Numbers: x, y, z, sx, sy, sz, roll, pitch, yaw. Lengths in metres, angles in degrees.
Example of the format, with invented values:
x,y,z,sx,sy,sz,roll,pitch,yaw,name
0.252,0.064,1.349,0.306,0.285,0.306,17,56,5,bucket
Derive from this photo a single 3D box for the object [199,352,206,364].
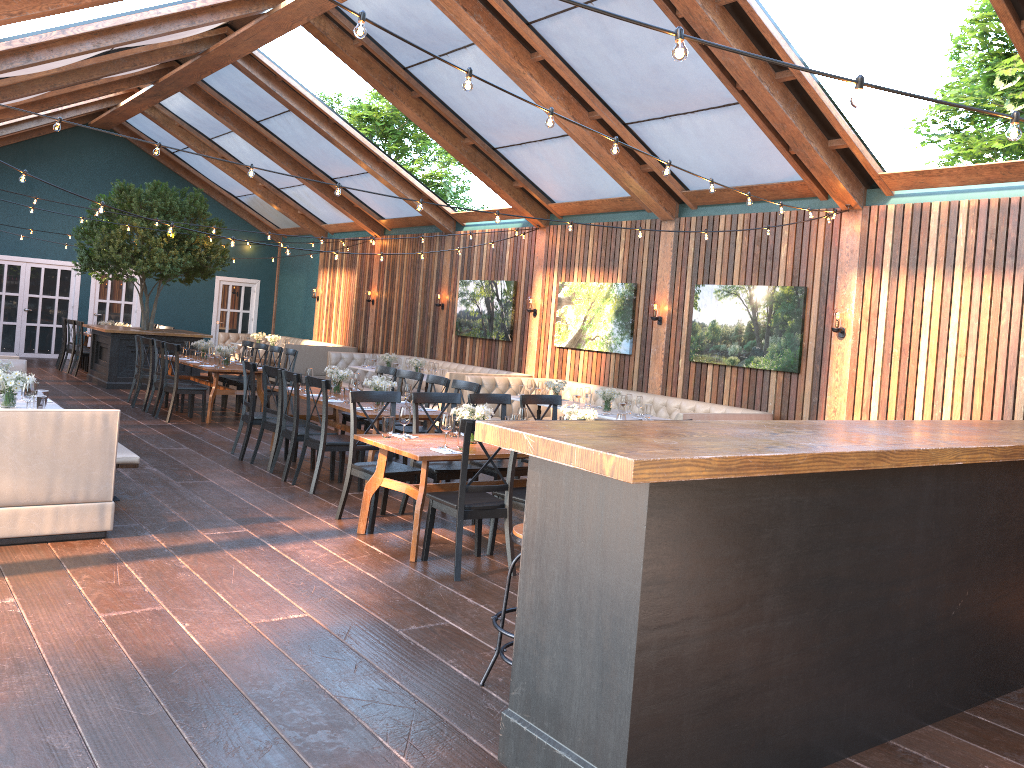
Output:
x,y,z,sx,sy,sz,roll,pitch,yaw,name
-4.311,-0.358,12.316,0.091,0.158,0.092,4,1,-10,object

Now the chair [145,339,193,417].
x,y,z,sx,sy,sz,roll,pitch,yaw,name
-4.707,-0.085,12.231,0.538,1.020,0.479,4,1,-34,chair

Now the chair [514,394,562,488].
x,y,z,sx,sy,sz,roll,pitch,yaw,name
0.331,0.628,7.942,0.476,1.020,0.541,4,1,-37,chair

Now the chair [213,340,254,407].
x,y,z,sx,sy,sz,roll,pitch,yaw,name
-4.354,-0.172,13.893,0.538,1.020,0.479,4,1,-37,chair

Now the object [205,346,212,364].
x,y,z,sx,sy,sz,roll,pitch,yaw,name
-4.277,-0.408,12.457,0.092,0.244,0.092,4,1,-34,object

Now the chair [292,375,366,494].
x,y,z,sx,sy,sz,roll,pitch,yaw,name
-1.656,0.450,8.155,0.538,1.020,0.479,4,1,-37,chair

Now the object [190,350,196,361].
x,y,z,sx,sy,sz,roll,pitch,yaw,name
-4.600,-0.412,12.748,0.091,0.158,0.092,4,1,-30,object

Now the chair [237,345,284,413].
x,y,z,sx,sy,sz,roll,pitch,yaw,name
-3.686,-0.054,12.995,0.538,1.020,0.479,4,1,-37,chair

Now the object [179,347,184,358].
x,y,z,sx,sy,sz,roll,pitch,yaw,name
-4.953,-0.474,13.219,0.091,0.158,0.092,4,1,-20,object

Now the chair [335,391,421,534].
x,y,z,sx,sy,sz,roll,pitch,yaw,name
-1.011,0.587,6.937,0.476,1.020,0.541,4,1,-42,chair

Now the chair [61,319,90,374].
x,y,z,sx,sy,sz,roll,pitch,yaw,name
-8.354,-0.726,17.127,0.538,1.020,0.479,4,1,-42,chair

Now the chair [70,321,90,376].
x,y,z,sx,sy,sz,roll,pitch,yaw,name
-7.981,-0.666,16.707,0.538,1.020,0.479,4,1,-37,chair

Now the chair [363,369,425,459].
x,y,z,sx,sy,sz,roll,pitch,yaw,name
-1.316,0.362,9.807,0.538,1.020,0.479,4,1,-42,chair

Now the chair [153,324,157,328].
x,y,z,sx,sy,sz,roll,pitch,yaw,name
-7.662,-0.754,18.344,0.538,1.020,0.479,4,1,-32,chair

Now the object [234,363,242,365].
x,y,z,sx,sy,sz,roll,pitch,yaw,name
-3.885,-0.286,12.785,0.254,0.019,0.158,2,5,-36,object

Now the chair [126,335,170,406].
x,y,z,sx,sy,sz,roll,pitch,yaw,name
-5.365,-0.202,13.136,0.538,1.020,0.479,4,1,-32,chair

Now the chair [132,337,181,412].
x,y,z,sx,sy,sz,roll,pitch,yaw,name
-5.060,-0.144,12.666,0.538,1.020,0.479,4,1,-42,chair

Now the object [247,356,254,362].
x,y,z,sx,sy,sz,roll,pitch,yaw,name
-3.677,-0.314,12.421,0.092,0.158,0.092,5,1,0,object

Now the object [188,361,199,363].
x,y,z,sx,sy,sz,roll,pitch,yaw,name
-4.441,-0.308,12.448,0.254,0.019,0.158,2,5,-36,object

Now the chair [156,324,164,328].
x,y,z,sx,sy,sz,roll,pitch,yaw,name
-7.328,-0.695,17.895,0.538,1.020,0.479,4,1,-37,chair

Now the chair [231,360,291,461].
x,y,z,sx,sy,sz,roll,pitch,yaw,name
-2.661,0.274,9.492,0.538,1.020,0.479,4,1,-29,chair

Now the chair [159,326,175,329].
x,y,z,sx,sy,sz,roll,pitch,yaw,name
-7.000,-0.635,17.420,0.479,1.020,0.538,5,1,36,chair

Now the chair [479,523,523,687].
x,y,z,sx,sy,sz,roll,pitch,yaw,name
0.149,1.031,3.991,0.469,0.735,0.467,6,2,41,chair

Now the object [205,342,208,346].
x,y,z,sx,sy,sz,roll,pitch,yaw,name
-4.739,-0.531,13.669,0.092,0.244,0.092,5,1,34,object

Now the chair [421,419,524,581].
x,y,z,sx,sy,sz,roll,pitch,yaw,name
-0.260,0.720,5.927,0.476,1.020,0.541,4,1,-32,chair

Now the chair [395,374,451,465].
x,y,z,sx,sy,sz,roll,pitch,yaw,name
-0.983,0.421,9.359,0.538,1.020,0.479,4,1,-32,chair

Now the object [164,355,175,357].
x,y,z,sx,sy,sz,roll,pitch,yaw,name
-5.111,-0.425,13.338,0.254,0.019,0.158,2,5,-36,object

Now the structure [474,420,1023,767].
x,y,z,sx,sy,sz,roll,pitch,yaw,name
2.781,0.901,5.069,6.788,1.274,0.859,2,3,-37,structure

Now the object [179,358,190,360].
x,y,z,sx,sy,sz,roll,pitch,yaw,name
-4.737,-0.362,12.866,0.254,0.019,0.158,2,5,-36,object

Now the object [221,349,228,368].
x,y,z,sx,sy,sz,roll,pitch,yaw,name
-3.906,-0.346,11.997,0.092,0.244,0.092,4,1,-34,object

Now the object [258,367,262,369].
x,y,z,sx,sy,sz,roll,pitch,yaw,name
-3.536,-0.225,12.314,0.254,0.019,0.158,2,5,-36,object

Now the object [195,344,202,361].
x,y,z,sx,sy,sz,roll,pitch,yaw,name
-4.564,-0.461,12.868,0.092,0.244,0.092,4,1,-40,object

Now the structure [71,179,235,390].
x,y,z,sx,sy,sz,roll,pitch,yaw,name
-6.434,-1.818,15.801,2.709,3.695,2.860,4,2,-28,structure

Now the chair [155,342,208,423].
x,y,z,sx,sy,sz,roll,pitch,yaw,name
-4.373,-0.026,11.782,0.538,1.020,0.479,4,1,-42,chair

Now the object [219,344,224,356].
x,y,z,sx,sy,sz,roll,pitch,yaw,name
-4.353,-0.466,13.209,0.092,0.244,0.092,4,1,-40,object

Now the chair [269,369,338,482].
x,y,z,sx,sy,sz,roll,pitch,yaw,name
-1.995,0.391,8.601,0.538,1.020,0.479,4,1,-31,chair

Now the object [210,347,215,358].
x,y,z,sx,sy,sz,roll,pitch,yaw,name
-4.670,-0.491,13.800,0.091,0.158,0.092,4,1,-10,object

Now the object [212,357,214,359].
x,y,z,sx,sy,sz,roll,pitch,yaw,name
-4.556,-0.404,13.679,0.254,0.019,0.158,2,5,-36,object

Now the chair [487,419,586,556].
x,y,z,sx,sy,sz,roll,pitch,yaw,name
0.187,0.733,6.261,0.476,1.020,0.541,4,1,-42,chair

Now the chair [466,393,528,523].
x,y,z,sx,sy,sz,roll,pitch,yaw,name
-0.116,0.614,7.607,0.476,1.020,0.541,4,1,-42,chair

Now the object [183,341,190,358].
x,y,z,sx,sy,sz,roll,pitch,yaw,name
-4.911,-0.523,13.349,0.092,0.244,0.092,5,1,11,object

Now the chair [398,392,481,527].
x,y,z,sx,sy,sz,roll,pitch,yaw,name
-0.564,0.601,7.272,0.476,1.020,0.541,4,1,-37,chair

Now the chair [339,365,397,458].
x,y,z,sx,sy,sz,roll,pitch,yaw,name
-1.651,0.304,10.257,0.538,1.020,0.479,4,1,-37,chair

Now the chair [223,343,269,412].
x,y,z,sx,sy,sz,roll,pitch,yaw,name
-4.019,-0.113,13.444,0.538,1.020,0.479,4,1,-42,chair

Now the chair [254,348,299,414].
x,y,z,sx,sy,sz,roll,pitch,yaw,name
-3.352,0.004,12.546,0.538,1.020,0.479,4,1,-32,chair

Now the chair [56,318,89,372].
x,y,z,sx,sy,sz,roll,pitch,yaw,name
-8.699,-0.785,17.567,0.538,1.020,0.479,4,1,-32,chair

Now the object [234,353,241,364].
x,y,z,sx,sy,sz,roll,pitch,yaw,name
-4.003,-0.374,12.898,0.092,0.158,0.092,5,1,20,object

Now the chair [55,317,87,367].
x,y,z,sx,sy,sz,roll,pitch,yaw,name
-8.969,-0.841,18.064,0.538,1.020,0.479,4,1,-31,chair

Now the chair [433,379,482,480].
x,y,z,sx,sy,sz,roll,pitch,yaw,name
-0.649,0.480,8.909,0.538,1.020,0.479,4,1,-37,chair

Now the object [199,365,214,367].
x,y,z,sx,sy,sz,roll,pitch,yaw,name
-4.096,-0.247,11.981,0.254,0.019,0.158,2,5,-36,object

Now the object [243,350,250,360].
x,y,z,sx,sy,sz,roll,pitch,yaw,name
-3.698,-0.352,12.326,0.092,0.244,0.092,5,1,-11,object

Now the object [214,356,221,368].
x,y,z,sx,sy,sz,roll,pitch,yaw,name
-3.952,-0.297,11.855,0.092,0.158,0.092,5,1,0,object

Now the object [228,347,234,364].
x,y,z,sx,sy,sz,roll,pitch,yaw,name
-4.062,-0.413,12.765,0.092,0.244,0.092,5,1,5,object

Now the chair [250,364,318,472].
x,y,z,sx,sy,sz,roll,pitch,yaw,name
-2.300,0.334,9.055,0.538,1.020,0.479,4,1,-40,chair
